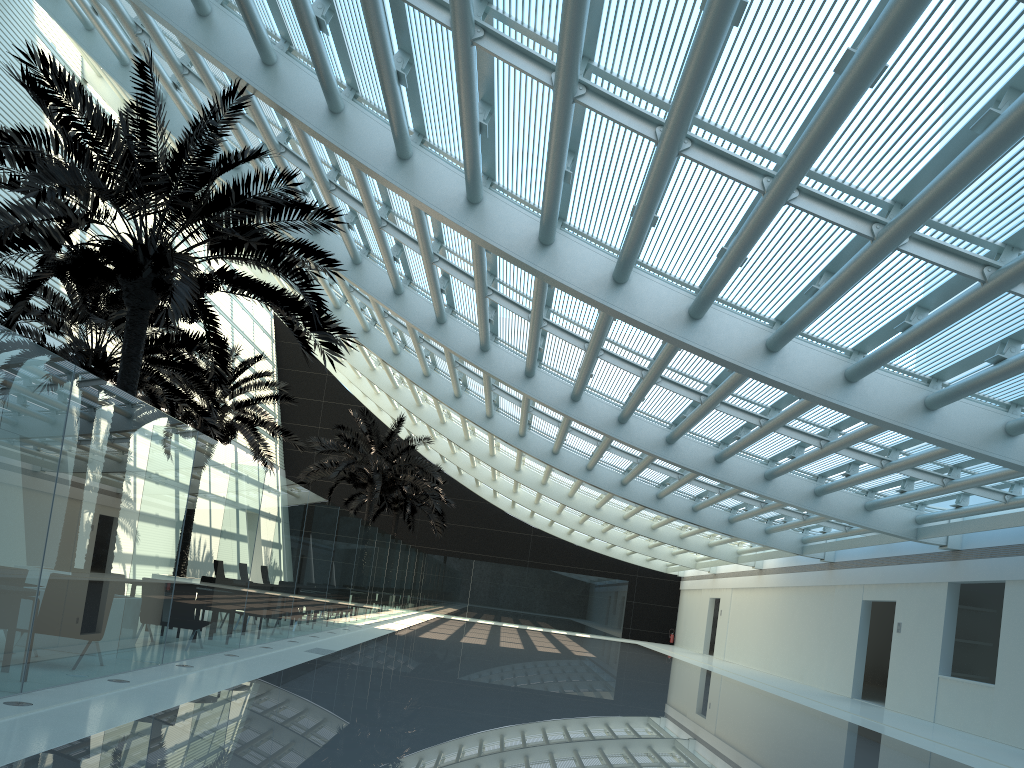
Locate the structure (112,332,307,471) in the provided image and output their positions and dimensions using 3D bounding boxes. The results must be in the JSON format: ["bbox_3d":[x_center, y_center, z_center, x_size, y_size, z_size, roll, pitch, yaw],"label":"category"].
[{"bbox_3d":[-8.103,2.123,22.091,4.267,6.736,4.760,4,-8,34],"label":"structure"}]

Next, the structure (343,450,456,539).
[{"bbox_3d":[-4.914,6.299,37.768,4.507,6.857,4.865,10,-7,-21],"label":"structure"}]

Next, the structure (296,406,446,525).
[{"bbox_3d":[-4.849,4.318,29.575,4.837,6.859,4.530,8,-6,-6],"label":"structure"}]

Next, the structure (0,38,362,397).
[{"bbox_3d":[-4.630,-0.332,10.319,4.796,6.859,4.569,5,-7,19],"label":"structure"}]

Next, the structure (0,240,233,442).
[{"bbox_3d":[-7.837,0.722,16.054,4.695,6.677,4.326,10,-7,-21],"label":"structure"}]
